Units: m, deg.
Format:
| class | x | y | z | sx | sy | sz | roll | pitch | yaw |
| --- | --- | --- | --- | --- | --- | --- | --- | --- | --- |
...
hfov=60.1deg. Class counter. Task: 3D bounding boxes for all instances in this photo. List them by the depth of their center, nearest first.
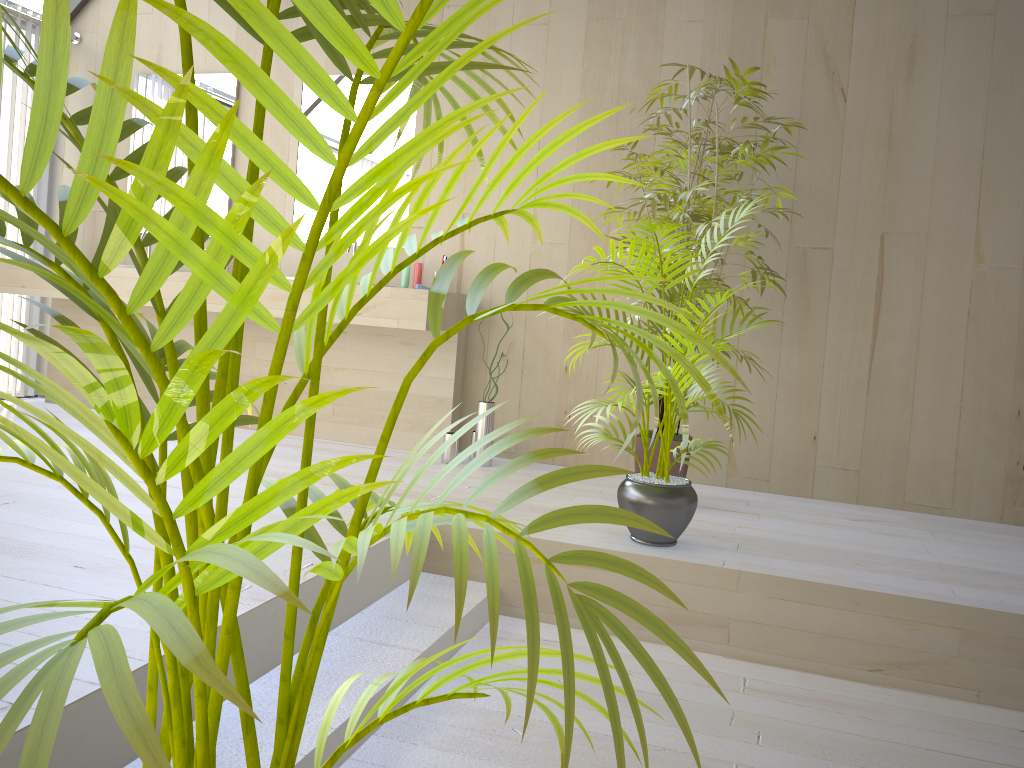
| class | x | y | z | sx | sy | sz | roll | pitch | yaw |
| --- | --- | --- | --- | --- | --- | --- | --- | --- | --- |
| counter | -0.882 | -0.087 | 4.259 | 1.207 | 0.789 | 0.551 | 6 | 3 | 17 |
| counter | -2.030 | -0.207 | 4.615 | 1.207 | 0.789 | 0.551 | 6 | 3 | 17 |

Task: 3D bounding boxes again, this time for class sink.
| class | x | y | z | sx | sy | sz | roll | pitch | yaw |
| --- | --- | --- | --- | --- | --- | --- | --- | --- | --- |
| sink | -0.831 | -0.494 | 4.194 | 0.575 | 0.418 | 0.504 | 6 | 4 | 20 |
| sink | -1.979 | -0.614 | 4.550 | 0.575 | 0.418 | 0.504 | 6 | 4 | 20 |

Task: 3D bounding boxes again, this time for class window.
| class | x | y | z | sx | sy | sz | roll | pitch | yaw |
| --- | --- | --- | --- | --- | --- | --- | --- | --- | --- |
| window | -3.024 | -1.166 | 2.798 | 0.746 | 2.807 | 4.566 | 5 | 4 | 17 |

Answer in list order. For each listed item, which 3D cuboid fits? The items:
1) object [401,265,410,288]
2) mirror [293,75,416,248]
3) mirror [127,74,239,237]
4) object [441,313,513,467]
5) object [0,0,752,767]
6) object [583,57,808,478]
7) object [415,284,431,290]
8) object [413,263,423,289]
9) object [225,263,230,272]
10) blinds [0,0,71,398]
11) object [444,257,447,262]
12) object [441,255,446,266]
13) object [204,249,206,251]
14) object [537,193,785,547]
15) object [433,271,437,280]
| class | x | y | z | sx | sy | sz | roll | pitch | yaw |
| --- | --- | --- | --- | --- | --- | --- | --- | --- | --- |
| object | -0.522 | -0.527 | 4.340 | 0.039 | 0.134 | 0.039 | 4 | 2 | -32 |
| mirror | -0.801 | -1.141 | 4.520 | 0.654 | 0.867 | 0.023 | 5 | 2 | 17 |
| mirror | -1.796 | -1.242 | 4.800 | 0.654 | 0.867 | 0.023 | 5 | 2 | 17 |
| object | -0.147 | -0.004 | 4.151 | 0.274 | 0.748 | 0.407 | 5 | 2 | 5 |
| object | -0.238 | -0.040 | 0.785 | 0.873 | 1.343 | 1.067 | 5 | 3 | 6 |
| object | 0.682 | -0.397 | 3.540 | 0.938 | 1.754 | 0.786 | 6 | 3 | 42 |
| object | -0.406 | -0.456 | 4.188 | 0.104 | 0.029 | 0.033 | 2 | 4 | -33 |
| object | -0.453 | -0.514 | 4.249 | 0.039 | 0.134 | 0.039 | 4 | 2 | -32 |
| object | -1.504 | -0.610 | 4.625 | 0.058 | 0.100 | 0.058 | 5 | 2 | 24 |
| blinds | -2.754 | -0.937 | 4.409 | 0.084 | 2.067 | 1.183 | 5 | 2 | 17 |
| object | -0.342 | -0.532 | 4.279 | 0.012 | 0.175 | 0.053 | 6 | 2 | 42 |
| object | -0.336 | -0.529 | 4.243 | 0.012 | 0.178 | 0.050 | 4 | 2 | -34 |
| object | -1.602 | -0.634 | 4.606 | 0.039 | 0.134 | 0.039 | 4 | 2 | -24 |
| object | 0.477 | -0.065 | 2.820 | 0.915 | 1.155 | 0.753 | 2 | 3 | -39 |
| object | -0.356 | -0.491 | 4.269 | 0.059 | 0.100 | 0.058 | 6 | 2 | 27 |
